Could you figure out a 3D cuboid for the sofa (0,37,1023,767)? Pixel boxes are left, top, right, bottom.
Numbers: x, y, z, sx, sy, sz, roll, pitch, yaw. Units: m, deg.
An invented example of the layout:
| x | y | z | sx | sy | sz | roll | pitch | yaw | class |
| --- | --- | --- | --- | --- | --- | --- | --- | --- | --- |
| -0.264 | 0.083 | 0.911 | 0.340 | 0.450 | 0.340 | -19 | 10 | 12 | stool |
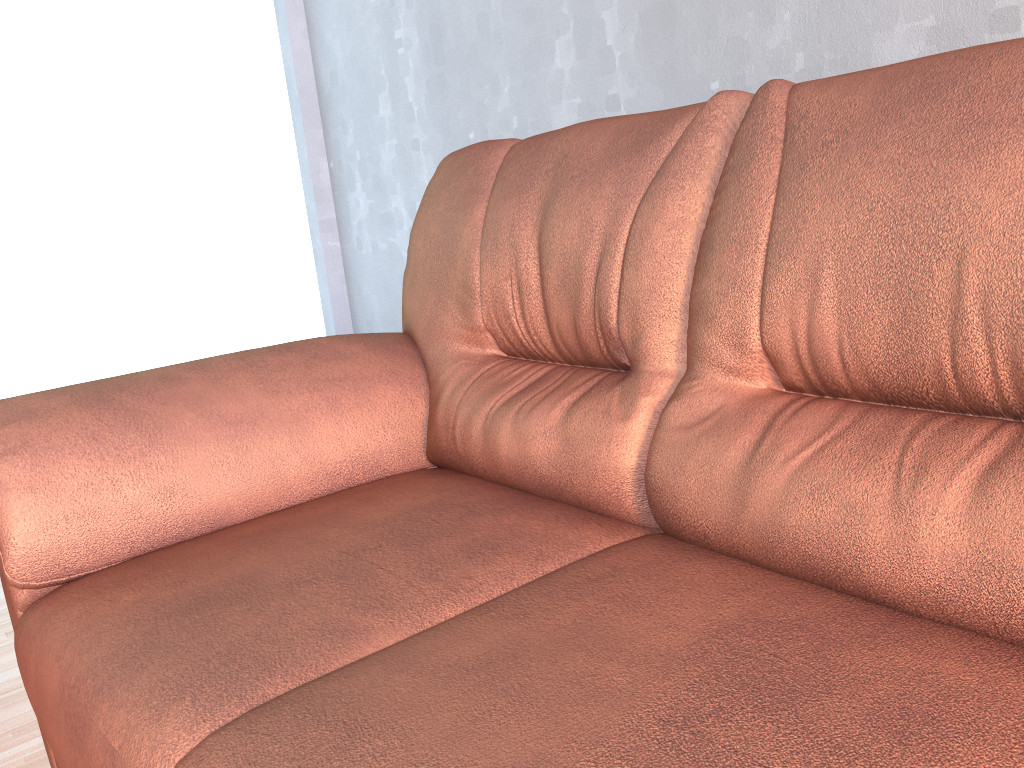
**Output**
| x | y | z | sx | sy | sz | roll | pitch | yaw | class |
| --- | --- | --- | --- | --- | --- | --- | --- | --- | --- |
| 0.214 | 0.179 | 0.780 | 0.981 | 0.923 | 2.202 | -16 | 15 | -36 | sofa |
